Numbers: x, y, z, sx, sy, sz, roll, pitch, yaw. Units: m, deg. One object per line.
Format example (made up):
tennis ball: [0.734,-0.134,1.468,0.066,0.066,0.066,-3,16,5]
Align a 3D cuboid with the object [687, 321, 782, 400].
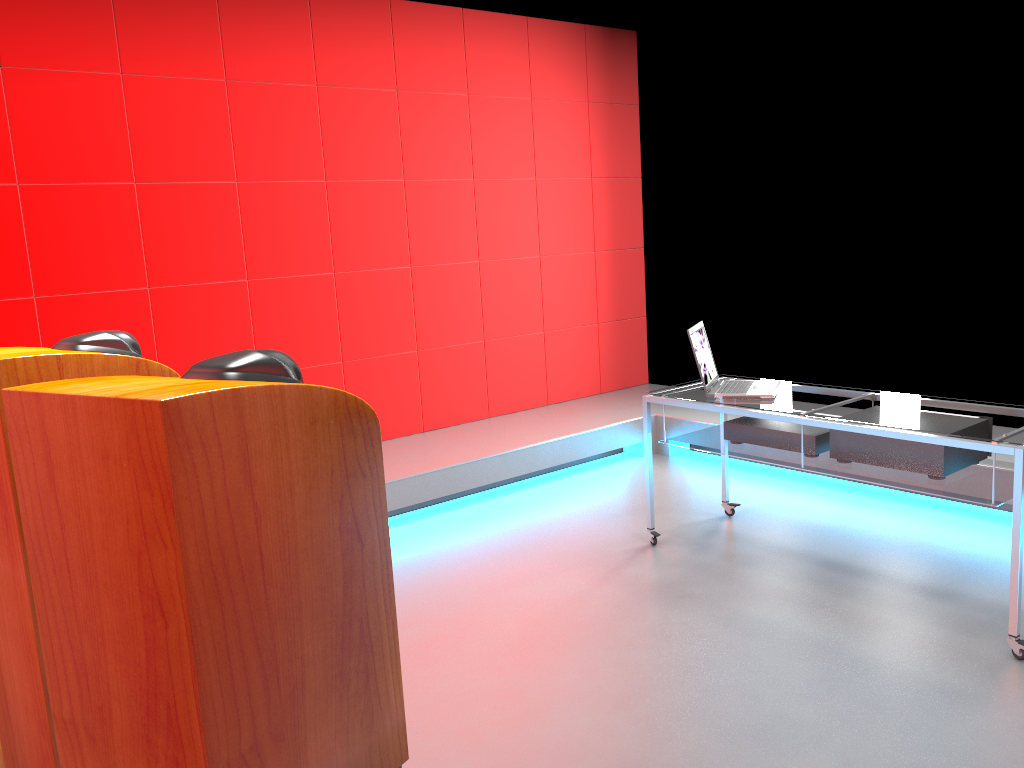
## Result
object: [0.940,-0.108,3.725,0.340,0.285,0.342,0,10,22]

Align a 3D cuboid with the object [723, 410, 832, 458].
object: [1.169,0.197,3.677,0.365,0.092,0.435,-11,12,-37]

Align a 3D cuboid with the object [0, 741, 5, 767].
object: [-1.012,0.724,1.901,0.360,0.360,0.360,-11,12,-37]

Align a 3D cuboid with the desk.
desk: [1.300,0.410,3.459,0.594,0.690,1.617,-11,12,-37]

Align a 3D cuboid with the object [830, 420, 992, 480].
object: [1.476,0.210,3.291,0.371,0.158,0.431,-11,12,-37]

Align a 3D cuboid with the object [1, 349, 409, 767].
object: [-0.240,0.499,0.851,0.231,1.058,0.265,2,11,31]

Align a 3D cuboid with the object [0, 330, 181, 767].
object: [-0.562,0.454,1.253,0.203,1.052,0.238,5,13,41]
